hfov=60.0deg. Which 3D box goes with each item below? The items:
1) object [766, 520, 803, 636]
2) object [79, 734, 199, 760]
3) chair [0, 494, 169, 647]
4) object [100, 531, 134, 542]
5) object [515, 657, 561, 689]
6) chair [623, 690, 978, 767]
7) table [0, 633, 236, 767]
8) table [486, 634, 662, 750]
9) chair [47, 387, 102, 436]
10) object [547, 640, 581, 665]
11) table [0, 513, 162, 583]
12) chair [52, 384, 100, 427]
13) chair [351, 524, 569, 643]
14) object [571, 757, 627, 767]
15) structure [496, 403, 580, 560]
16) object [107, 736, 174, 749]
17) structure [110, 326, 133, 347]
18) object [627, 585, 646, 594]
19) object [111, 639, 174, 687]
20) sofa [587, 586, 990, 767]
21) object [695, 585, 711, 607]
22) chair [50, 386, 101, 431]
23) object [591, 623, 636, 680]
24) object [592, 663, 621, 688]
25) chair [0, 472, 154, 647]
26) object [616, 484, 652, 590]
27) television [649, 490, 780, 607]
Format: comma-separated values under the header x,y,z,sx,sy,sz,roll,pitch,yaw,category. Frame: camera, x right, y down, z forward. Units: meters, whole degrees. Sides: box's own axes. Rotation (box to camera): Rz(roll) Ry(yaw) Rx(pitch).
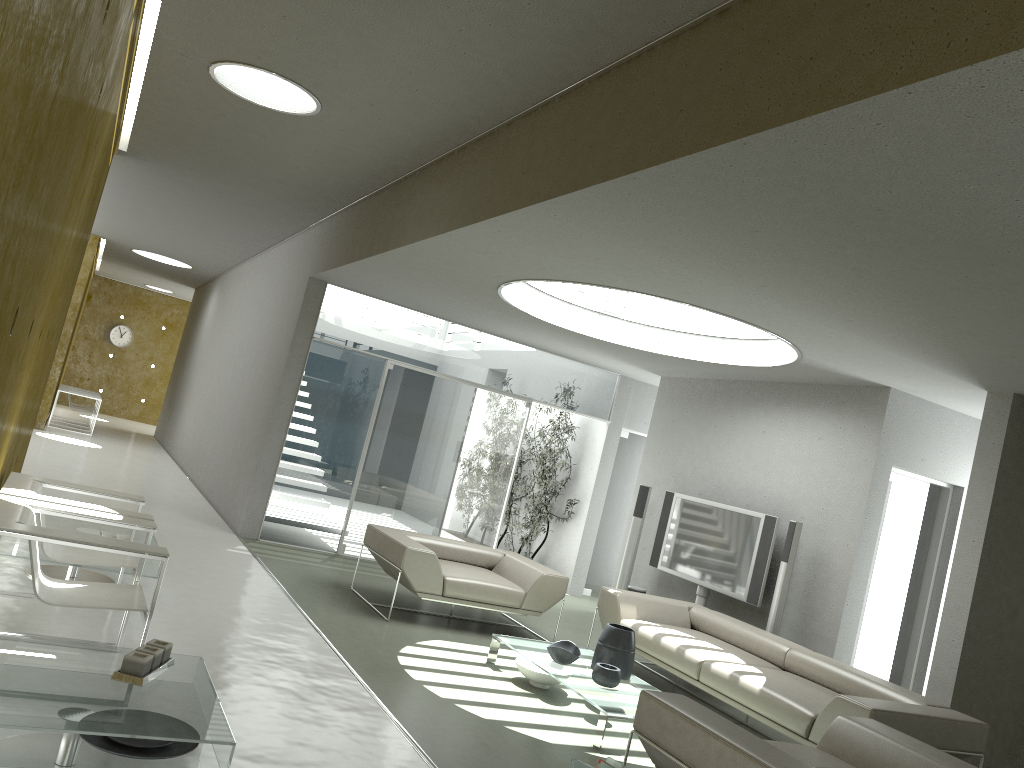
x,y,z,sx,sy,sz,roll,pitch,yaw,category
2.159,1.838,7.208,0.310,1.469,0.310,10,-6,41,object
-1.266,1.198,3.009,0.394,0.027,0.394,18,-6,-42,object
-2.016,0.943,3.944,0.710,0.667,0.800,16,-5,-26,chair
-2.510,0.979,5.626,0.197,0.029,0.189,16,-5,-26,object
0.194,1.934,5.868,0.387,0.124,0.387,11,-6,36,object
1.350,1.809,3.740,1.481,0.583,1.039,16,-5,-26,chair
-1.521,1.186,3.090,0.900,0.300,0.900,16,-5,-26,table
0.512,1.956,5.651,0.790,0.200,1.500,16,-5,-26,table
-7.749,0.485,15.731,0.710,0.667,0.800,16,-5,-26,chair
0.333,1.753,5.763,0.223,0.125,0.317,13,-5,11,object
-2.766,1.087,5.650,0.900,0.300,0.900,16,-5,-26,table
-8.497,0.425,17.270,0.710,0.667,0.800,16,-5,-26,chair
-0.442,1.666,7.424,1.481,0.583,1.039,16,-5,-26,chair
0.375,1.707,3.598,0.216,0.288,0.329,17,-6,-36,object
-0.053,1.106,12.033,0.646,2.589,3.371,16,-5,-26,structure
-1.265,1.195,3.009,0.239,0.027,0.239,15,-5,-9,object
-9.699,-1.184,22.042,0.547,0.539,0.016,16,-5,-26,structure
1.189,2.250,8.810,0.175,0.461,0.185,17,-5,-31,object
-1.376,1.038,3.347,0.118,0.097,0.326,14,-5,-1,object
1.702,2.100,6.231,1.037,0.585,2.791,16,-5,-26,sofa
1.649,2.196,8.188,0.323,0.689,0.882,16,-5,-26,object
-8.123,0.455,16.500,0.710,0.667,0.800,16,-5,-26,chair
0.680,1.748,5.819,0.265,0.309,0.265,18,-6,-43,object
0.581,1.795,5.457,0.177,0.113,0.177,9,-6,45,object
-2.390,0.914,4.714,0.710,0.667,0.800,16,-5,-26,chair
1.238,1.777,9.249,0.310,1.469,0.310,14,-5,1,object
1.873,1.499,8.270,0.127,0.781,1.603,16,-5,-26,television
